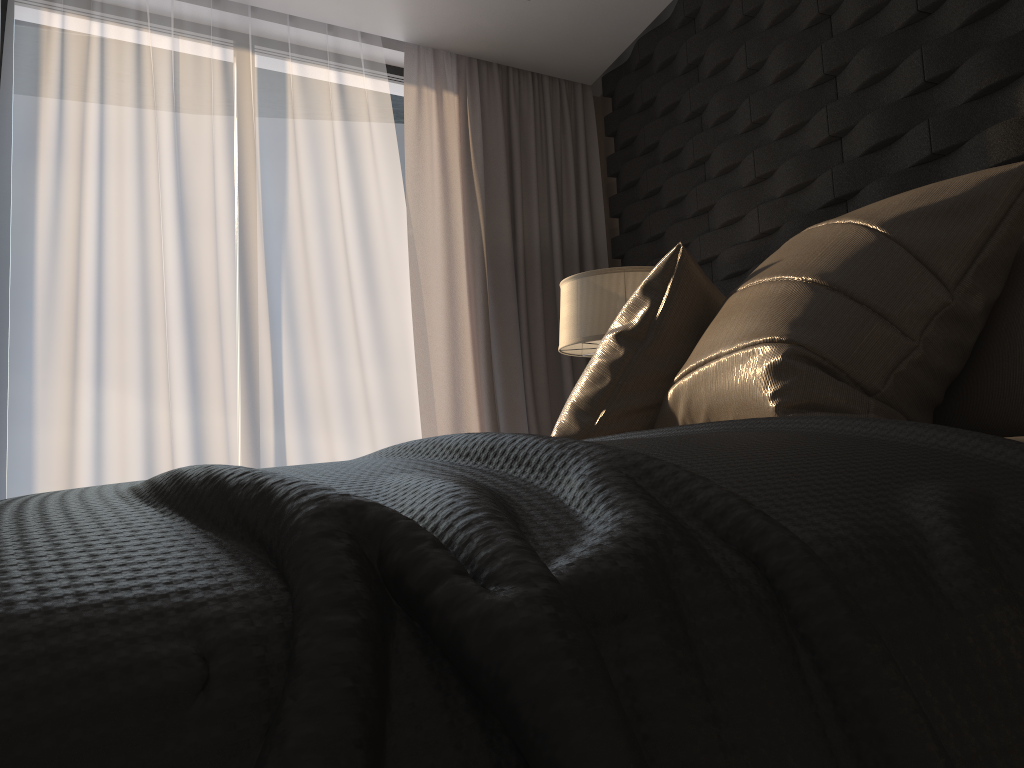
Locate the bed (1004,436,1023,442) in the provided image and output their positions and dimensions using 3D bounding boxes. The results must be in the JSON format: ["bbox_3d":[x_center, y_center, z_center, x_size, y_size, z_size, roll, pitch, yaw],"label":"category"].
[{"bbox_3d":[0.217,0.420,1.281,2.387,0.624,2.199,-1,-6,-21],"label":"bed"}]

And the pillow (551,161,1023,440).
[{"bbox_3d":[0.554,-0.133,1.539,0.934,0.519,1.210,-1,-6,-19],"label":"pillow"}]

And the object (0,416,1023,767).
[{"bbox_3d":[-0.224,0.248,1.111,0.644,0.322,1.969,-1,-6,-20],"label":"object"}]

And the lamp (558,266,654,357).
[{"bbox_3d":[0.391,-0.033,2.929,0.458,0.631,0.474,-4,-6,11],"label":"lamp"}]

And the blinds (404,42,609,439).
[{"bbox_3d":[0.071,-0.320,3.880,1.052,2.642,0.323,1,-7,-32],"label":"blinds"}]
